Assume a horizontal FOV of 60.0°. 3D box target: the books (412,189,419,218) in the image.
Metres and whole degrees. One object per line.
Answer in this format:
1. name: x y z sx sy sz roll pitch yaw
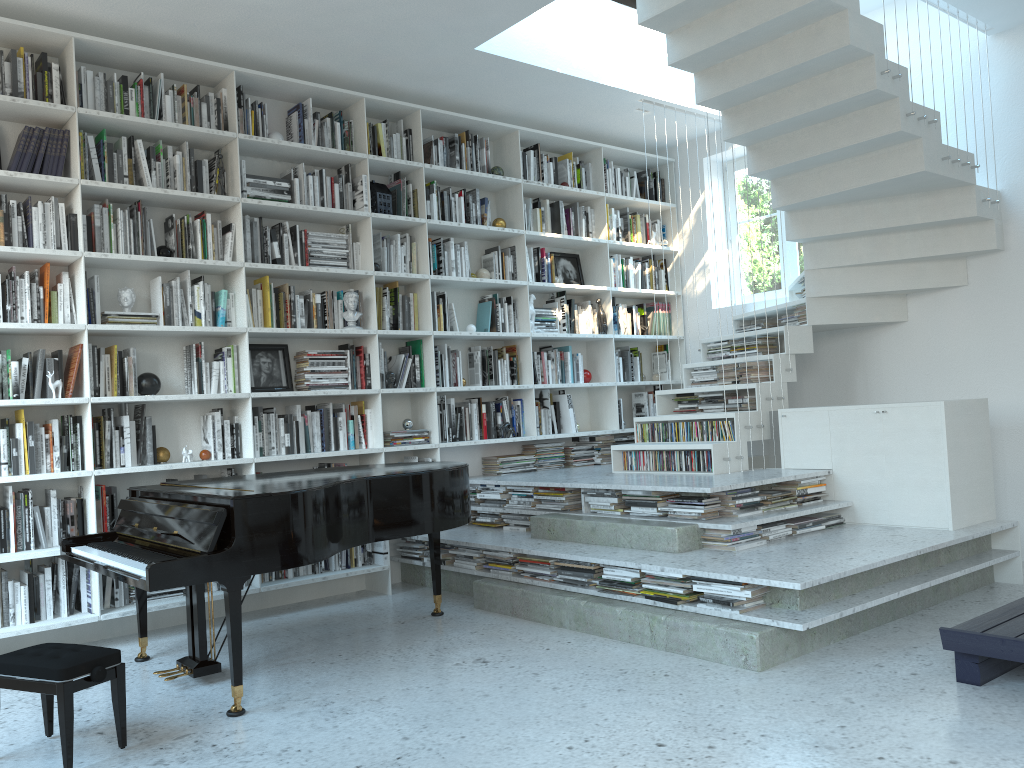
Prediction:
1. books: -0.691 -1.174 5.935 0.008 0.213 0.224 -2 -2 -39

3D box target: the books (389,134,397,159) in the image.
1. books: -0.818 -1.530 5.871 0.024 0.201 0.180 -2 -2 -39

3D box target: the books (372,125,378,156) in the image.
1. books: -0.927 -1.543 5.777 0.015 0.233 0.171 -2 -2 -39

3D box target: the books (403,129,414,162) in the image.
1. books: -0.725 -1.558 5.940 0.029 0.253 0.186 -2 -2 -39

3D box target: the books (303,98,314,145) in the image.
1. books: -1.281 -1.582 5.497 0.010 0.331 0.186 -2 -2 -39

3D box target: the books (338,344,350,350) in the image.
1. books: -1.058 -0.101 5.619 0.011 0.299 0.130 -2 -2 -39

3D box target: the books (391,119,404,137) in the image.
1. books: -0.764 -1.594 5.953 0.012 0.329 0.128 -2 -2 -39

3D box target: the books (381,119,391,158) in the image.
1. books: -0.853 -1.576 5.848 0.010 0.297 0.167 -2 -2 -39

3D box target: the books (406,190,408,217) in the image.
1. books: -0.742 -1.193 5.913 0.005 0.255 0.158 -2 -2 -39

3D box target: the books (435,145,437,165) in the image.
1. books: -0.562 -1.527 6.095 0.009 0.183 0.160 -2 -2 -39

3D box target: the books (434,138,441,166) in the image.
1. books: -0.547 -1.551 6.093 0.013 0.229 0.174 -2 -2 -39

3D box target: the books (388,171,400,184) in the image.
1. books: -0.782 -1.233 5.899 0.025 0.339 0.143 -2 -2 -39

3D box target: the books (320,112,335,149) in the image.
1. books: -1.164 -1.555 5.583 0.010 0.270 0.180 -2 -2 -39

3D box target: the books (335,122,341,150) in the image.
1. books: -1.136 -1.522 5.595 0.023 0.202 0.193 -2 -2 -39

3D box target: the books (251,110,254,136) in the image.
1. books: -1.573 -1.505 5.271 0.023 0.195 0.172 -2 -2 -39

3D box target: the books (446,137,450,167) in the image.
1. books: -0.491 -1.565 6.159 0.021 0.256 0.169 -2 -2 -39

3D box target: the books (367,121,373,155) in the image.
1. books: -0.959 -1.555 5.765 0.034 0.261 0.157 -2 -2 -39

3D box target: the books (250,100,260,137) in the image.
1. books: -1.546 -1.540 5.296 0.013 0.264 0.147 -2 -2 -39

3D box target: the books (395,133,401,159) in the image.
1. books: -0.795 -1.536 5.885 0.031 0.213 0.169 -2 -2 -39

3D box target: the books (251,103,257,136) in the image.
1. books: -1.560 -1.531 5.292 0.014 0.248 0.139 -2 -2 -39

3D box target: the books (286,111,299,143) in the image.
1. books: -1.351 -1.536 5.463 0.012 0.245 0.151 -2 -2 -39

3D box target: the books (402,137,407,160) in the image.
1. books: -0.763 -1.527 5.927 0.022 0.194 0.182 -2 -2 -39

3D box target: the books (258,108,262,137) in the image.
1. books: -1.531 -1.518 5.301 0.016 0.219 0.144 -2 -2 -39

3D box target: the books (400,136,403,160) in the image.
1. books: -0.786 -1.531 5.918 0.025 0.203 0.162 -2 -2 -39

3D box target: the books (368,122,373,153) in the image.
1. books: -0.948 -1.556 5.784 0.008 0.262 0.142 -2 -2 -39

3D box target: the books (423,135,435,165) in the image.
1. books: -0.583 -1.557 6.069 0.009 0.244 0.173 -2 -2 -39

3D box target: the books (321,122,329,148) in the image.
1. books: -1.203 -1.519 5.561 0.033 0.203 0.166 -2 -2 -39

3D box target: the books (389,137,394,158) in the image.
1. books: -0.835 -1.518 5.855 0.022 0.180 0.173 -2 -2 -39

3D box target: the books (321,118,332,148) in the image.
1. books: -1.185 -1.536 5.583 0.023 0.236 0.154 -2 -2 -39

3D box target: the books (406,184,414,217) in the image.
1. books: -0.716 -1.191 5.916 0.013 0.248 0.186 -2 -2 -39

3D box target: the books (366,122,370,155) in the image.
1. books: -0.973 -1.545 5.730 0.007 0.239 0.191 -2 -2 -39

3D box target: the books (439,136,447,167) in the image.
1. books: -0.509 -1.564 6.141 0.030 0.255 0.161 -2 -2 -39

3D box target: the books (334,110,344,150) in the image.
1. books: -1.114 -1.574 5.657 0.012 0.308 0.138 -2 -2 -39

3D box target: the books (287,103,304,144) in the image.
1. books: -1.331 -1.561 5.458 0.014 0.292 0.176 -2 -2 -39

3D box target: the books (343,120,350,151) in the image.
1. books: -1.092 -1.543 5.663 0.028 0.244 0.161 -2 -2 -39

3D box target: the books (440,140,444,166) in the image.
1. books: -0.532 -1.549 6.122 0.028 0.226 0.163 -2 -2 -39

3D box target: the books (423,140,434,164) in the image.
1. books: -0.599 -1.537 6.046 0.046 0.206 0.183 -2 -2 -39

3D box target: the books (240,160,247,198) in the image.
1. books: -1.605 -1.165 5.195 0.021 0.249 0.191 -2 -2 -39

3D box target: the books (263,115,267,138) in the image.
1. books: -1.511 -1.502 5.325 0.010 0.186 0.152 -2 -2 -39

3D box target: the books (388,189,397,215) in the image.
1. books: -0.805 -1.169 5.881 0.019 0.213 0.156 -2 -2 -39

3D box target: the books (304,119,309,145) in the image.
1. books: -1.308 -1.518 5.500 0.031 0.208 0.147 -2 -2 -39

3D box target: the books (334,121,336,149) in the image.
1. books: -1.161 -1.528 5.597 0.012 0.217 0.179 -2 -2 -39

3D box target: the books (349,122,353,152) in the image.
1. books: -1.065 -1.541 5.686 0.014 0.238 0.153 -2 -2 -39

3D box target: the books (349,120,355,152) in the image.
1. books: -1.056 -1.550 5.702 0.022 0.257 0.136 -2 -2 -39

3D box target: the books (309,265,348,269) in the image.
1. books: -1.179 -0.715 5.538 0.254 0.012 0.161 -2 -3 -36

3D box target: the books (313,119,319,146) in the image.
1. books: -1.258 -1.522 5.519 0.050 0.211 0.173 -2 -2 -39

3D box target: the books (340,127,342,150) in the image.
1. books: -1.125 -1.521 5.653 0.014 0.204 0.135 -2 -2 -39

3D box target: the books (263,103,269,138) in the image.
1. books: -1.501 -1.537 5.327 0.011 0.256 0.143 -2 -2 -39

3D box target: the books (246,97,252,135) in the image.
1. books: -1.581 -1.540 5.251 0.011 0.265 0.163 -2 -2 -39

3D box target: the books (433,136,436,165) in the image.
1. books: -0.581 -1.557 6.082 0.011 0.244 0.172 -2 -2 -39

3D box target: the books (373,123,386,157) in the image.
1. books: -0.897 -1.554 5.806 0.054 0.254 0.191 -2 -2 -39

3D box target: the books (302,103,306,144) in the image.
1. books: -1.319 -1.562 5.479 0.011 0.296 0.157 -2 -2 -39

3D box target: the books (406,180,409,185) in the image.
1. books: -0.720 -1.211 5.958 0.005 0.292 0.130 -2 -2 -39

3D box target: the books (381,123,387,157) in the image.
1. books: -0.879 -1.563 5.849 0.030 0.274 0.151 -2 -2 -39

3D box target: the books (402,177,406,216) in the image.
1. books: -0.755 -1.209 5.892 0.021 0.288 0.179 -2 -2 -39

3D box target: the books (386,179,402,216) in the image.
1. books: -0.781 -1.201 5.861 0.021 0.272 0.190 -2 -2 -39

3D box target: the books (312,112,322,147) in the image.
1. books: -1.241 -1.551 5.557 0.028 0.270 0.140 -2 -2 -39

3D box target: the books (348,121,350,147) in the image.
1. books: -1.082 -1.543 5.684 0.014 0.244 0.145 -2 -2 -39

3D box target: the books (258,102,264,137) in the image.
1. books: -1.523 -1.536 5.306 0.005 0.255 0.168 -2 -2 -39
